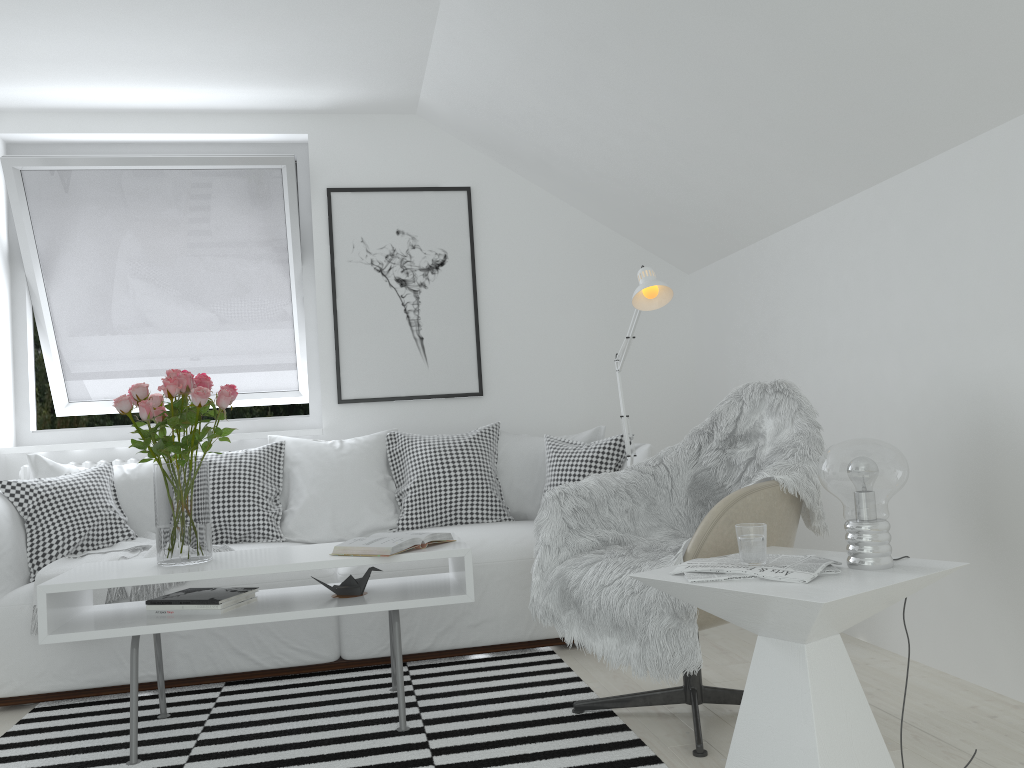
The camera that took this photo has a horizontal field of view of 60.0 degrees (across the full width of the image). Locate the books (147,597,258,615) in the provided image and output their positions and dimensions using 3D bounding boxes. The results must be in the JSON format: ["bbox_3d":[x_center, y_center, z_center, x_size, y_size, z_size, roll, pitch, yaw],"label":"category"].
[{"bbox_3d":[-0.942,0.675,2.703,0.259,0.014,0.191,-4,-3,16],"label":"books"}]

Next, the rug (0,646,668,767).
[{"bbox_3d":[-0.504,0.995,1.946,1.846,0.004,4.362,-3,-3,-11],"label":"rug"}]

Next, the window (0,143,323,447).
[{"bbox_3d":[-4.427,-0.093,5.849,12.055,8.137,4.514,-3,-3,-11],"label":"window"}]

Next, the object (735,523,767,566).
[{"bbox_3d":[0.526,0.352,1.941,0.067,0.087,0.067,-3,-3,-13],"label":"object"}]

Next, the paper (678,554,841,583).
[{"bbox_3d":[0.531,0.402,1.939,0.312,0.015,0.205,-4,-3,4],"label":"paper"}]

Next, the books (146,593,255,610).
[{"bbox_3d":[-0.947,0.661,2.706,0.254,0.014,0.191,-4,-3,14],"label":"books"}]

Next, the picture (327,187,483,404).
[{"bbox_3d":[-0.533,-0.455,4.438,0.720,1.072,0.015,-3,-3,-11],"label":"picture"}]

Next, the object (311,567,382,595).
[{"bbox_3d":[-0.517,0.616,2.777,0.194,0.088,0.186,-2,-3,-22],"label":"object"}]

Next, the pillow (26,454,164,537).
[{"bbox_3d":[-1.708,0.521,3.739,0.617,0.491,0.321,-1,-4,-37],"label":"pillow"}]

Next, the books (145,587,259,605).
[{"bbox_3d":[-0.943,0.648,2.713,0.257,0.012,0.207,-4,-3,17],"label":"books"}]

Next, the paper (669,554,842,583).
[{"bbox_3d":[0.531,0.399,1.940,0.312,0.024,0.205,-6,-4,39],"label":"paper"}]

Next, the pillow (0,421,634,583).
[{"bbox_3d":[-0.754,0.453,3.755,2.488,0.513,0.676,-3,-3,-9],"label":"pillow"}]

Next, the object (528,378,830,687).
[{"bbox_3d":[0.542,0.388,2.672,0.954,0.789,0.784,-2,-3,-30],"label":"object"}]

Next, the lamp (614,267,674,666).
[{"bbox_3d":[0.448,0.304,3.081,0.196,1.373,0.527,-3,-3,-6],"label":"lamp"}]

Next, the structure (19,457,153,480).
[{"bbox_3d":[-1.388,0.652,4.162,1.655,0.660,0.206,-3,-3,-11],"label":"structure"}]

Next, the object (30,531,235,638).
[{"bbox_3d":[-1.395,0.729,3.463,0.670,0.291,0.831,-3,-3,-12],"label":"object"}]

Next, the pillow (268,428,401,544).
[{"bbox_3d":[-0.775,0.459,3.893,0.599,0.505,0.391,-3,-3,-11],"label":"pillow"}]

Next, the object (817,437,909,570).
[{"bbox_3d":[0.761,0.254,1.911,0.185,0.279,0.185,-3,-3,-17],"label":"object"}]

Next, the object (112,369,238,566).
[{"bbox_3d":[-1.016,0.250,2.729,0.350,0.599,0.327,-4,-3,9],"label":"object"}]

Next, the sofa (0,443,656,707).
[{"bbox_3d":[-0.731,0.713,3.703,2.647,0.768,0.917,-3,-3,-11],"label":"sofa"}]

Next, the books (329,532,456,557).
[{"bbox_3d":[-0.367,0.493,2.770,0.231,0.040,0.342,-5,-3,31],"label":"books"}]

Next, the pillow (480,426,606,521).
[{"bbox_3d":[0.143,0.424,4.054,0.623,0.498,0.333,-5,-3,23],"label":"pillow"}]

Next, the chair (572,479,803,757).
[{"bbox_3d":[0.556,0.493,2.668,0.776,0.941,0.719,-1,-4,-36],"label":"chair"}]
